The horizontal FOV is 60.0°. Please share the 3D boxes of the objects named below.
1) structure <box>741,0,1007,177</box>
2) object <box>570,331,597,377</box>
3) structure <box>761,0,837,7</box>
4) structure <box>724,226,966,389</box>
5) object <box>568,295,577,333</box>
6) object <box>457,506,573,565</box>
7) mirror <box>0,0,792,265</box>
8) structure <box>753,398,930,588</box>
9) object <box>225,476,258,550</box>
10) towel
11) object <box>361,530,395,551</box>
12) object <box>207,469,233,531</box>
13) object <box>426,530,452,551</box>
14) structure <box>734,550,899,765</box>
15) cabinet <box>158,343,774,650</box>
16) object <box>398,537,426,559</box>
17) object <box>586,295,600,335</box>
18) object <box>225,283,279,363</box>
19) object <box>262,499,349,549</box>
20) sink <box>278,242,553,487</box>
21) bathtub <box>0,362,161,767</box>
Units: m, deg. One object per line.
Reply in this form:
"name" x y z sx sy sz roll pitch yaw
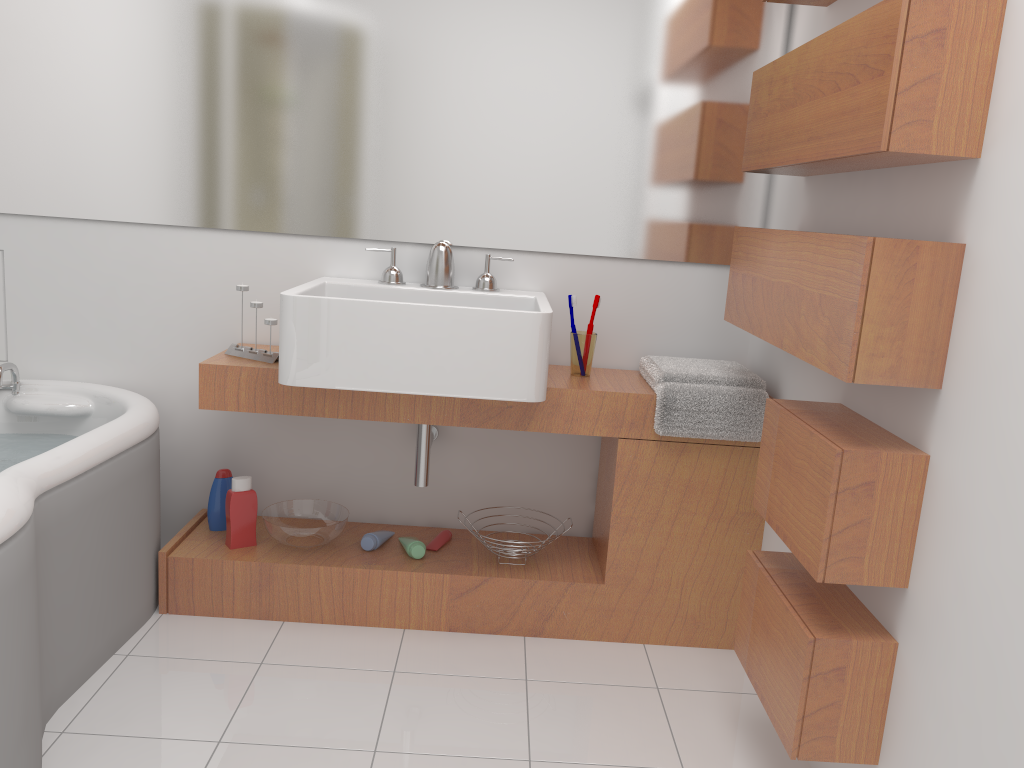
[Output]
"structure" 0.681 -0.573 1.826 0.165 0.245 0.860 4 11 -1
"object" 0.199 -0.081 2.518 0.076 0.130 0.076 14 15 41
"structure" 0.710 -0.974 1.746 0.165 0.245 0.860 4 11 -1
"structure" 0.654 -0.200 1.900 0.165 0.245 0.860 4 11 -1
"object" 0.184 -0.137 2.516 0.070 0.228 0.016 9 12 24
"object" 0.004 0.444 2.562 0.291 0.126 0.291 -6 15 -42
"mirror" -0.520 -0.868 2.514 2.600 0.887 0.022 4 11 -1
"structure" 0.629 0.197 1.752 0.165 0.245 0.417 4 11 -1
"object" -0.764 0.363 2.504 0.079 0.207 0.046 -4 14 -35
"towel" 0.524 0.032 2.483 0.272 0.140 0.359 4 11 -1
"object" -0.397 0.445 2.624 0.059 0.052 0.187 6 11 10
"object" -0.851 0.342 2.617 0.092 0.190 0.044 -3 13 -33
"object" -0.216 0.468 2.641 0.042 0.037 0.133 8 12 17
"structure" 0.604 0.539 1.820 0.165 0.245 0.417 4 11 -1
"cabinet" -0.132 0.312 2.563 1.635 0.719 0.355 4 11 -1
"object" -0.290 0.460 2.589 0.059 0.052 0.187 1 12 -17
"object" 0.223 -0.139 2.533 0.016 0.231 0.052 13 14 38
"object" -0.699 -0.170 2.424 0.182 0.203 0.059 10 13 29
"object" -0.597 0.416 2.567 0.245 0.090 0.245 -2 13 -29
"sink" -0.245 -0.038 2.401 0.657 0.673 0.552 4 11 -1
"bathtub" -1.358 0.402 1.821 1.055 0.674 1.863 4 11 -1
